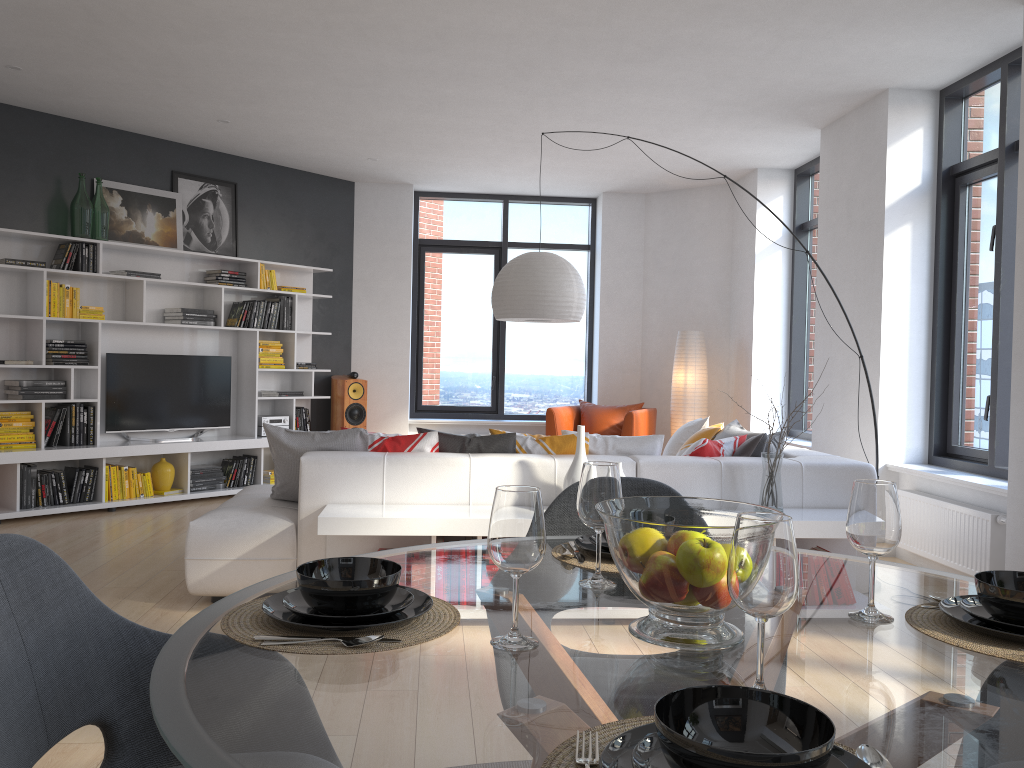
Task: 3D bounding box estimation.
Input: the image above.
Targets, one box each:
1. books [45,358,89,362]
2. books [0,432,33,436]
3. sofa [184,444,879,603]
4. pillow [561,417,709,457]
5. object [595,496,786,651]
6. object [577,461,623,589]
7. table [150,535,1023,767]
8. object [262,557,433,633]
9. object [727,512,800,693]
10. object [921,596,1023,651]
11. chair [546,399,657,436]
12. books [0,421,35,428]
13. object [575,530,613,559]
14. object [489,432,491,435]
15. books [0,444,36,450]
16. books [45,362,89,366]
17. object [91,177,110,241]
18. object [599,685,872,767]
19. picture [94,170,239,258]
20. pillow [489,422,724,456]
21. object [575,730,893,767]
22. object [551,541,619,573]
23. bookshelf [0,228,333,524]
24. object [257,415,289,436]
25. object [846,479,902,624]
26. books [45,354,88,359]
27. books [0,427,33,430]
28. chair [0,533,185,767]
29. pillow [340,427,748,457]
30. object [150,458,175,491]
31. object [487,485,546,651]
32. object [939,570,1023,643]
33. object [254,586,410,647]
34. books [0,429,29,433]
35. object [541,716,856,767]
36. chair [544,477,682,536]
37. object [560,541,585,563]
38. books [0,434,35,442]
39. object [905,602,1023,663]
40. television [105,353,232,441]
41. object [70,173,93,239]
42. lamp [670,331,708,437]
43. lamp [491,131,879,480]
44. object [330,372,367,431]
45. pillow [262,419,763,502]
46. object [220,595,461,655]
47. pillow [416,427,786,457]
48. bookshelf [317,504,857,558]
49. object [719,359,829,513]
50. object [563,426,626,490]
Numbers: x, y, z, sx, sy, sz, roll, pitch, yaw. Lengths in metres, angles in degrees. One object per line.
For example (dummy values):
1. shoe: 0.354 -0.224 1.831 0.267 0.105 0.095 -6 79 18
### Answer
1. books: -3.354 -0.178 6.657 0.189 0.025 0.270 2 1 39
2. books: -3.637 0.355 6.413 0.198 0.015 0.263 2 1 43
3. sofa: 0.049 0.695 5.582 3.424 0.732 2.614 1 1 -5
4. pillow: 0.870 0.441 5.623 0.580 0.456 2.156 2 1 21
5. object: 0.261 0.279 1.321 0.278 0.184 0.278 1 1 3
6. object: 0.158 0.253 1.608 0.083 0.220 0.083 1 1 -33
7. table: 0.256 0.753 1.342 1.499 0.764 1.499 1 1 -16
8. object: -0.250 0.320 1.363 0.258 0.074 0.258 1 1 -25
9. object: 0.298 0.267 1.057 0.083 0.220 0.083 0 2 -44
10. object: 0.793 0.374 1.376 0.206 0.015 0.309 1 1 0
11. chair: 0.882 0.594 8.499 0.896 0.858 0.843 2 1 27
12. books: -3.623 0.289 6.419 0.185 0.035 0.250 2 1 43
13. object: 0.263 0.322 1.880 0.258 0.074 0.258 1 1 -25
14. object: -0.236 0.463 6.264 0.330 0.265 0.330 2 1 19
15. books: -3.614 0.447 6.400 0.270 0.029 0.204 0 2 -45
16. books: -3.354 -0.153 6.655 0.189 0.026 0.263 2 1 38
17. object: -3.198 -1.344 6.862 0.157 0.507 0.157 1 1 -37
18. object: 0.210 0.341 0.812 0.258 0.074 0.258 2 1 15
19. picture: -2.856 -1.442 7.425 0.076 0.707 1.279 2 1 40
20. pillow: 0.694 0.460 5.357 0.630 0.440 2.095 2 1 42
21. object: 0.214 0.371 0.829 0.309 0.015 0.206 1 1 5
22. object: 0.263 0.360 1.869 0.360 0.002 0.360 2 1 37
23. bookshelf: -2.741 -0.062 7.303 0.455 2.052 3.000 2 1 40
24. object: -2.213 0.376 8.029 0.270 0.174 0.285 2 1 40
25. object: 0.581 0.266 1.428 0.083 0.220 0.083 0 2 -44
26. books: -3.372 -0.206 6.662 0.209 0.030 0.266 2 1 38
27. books: -3.632 0.316 6.412 0.180 0.019 0.251 2 1 40
28. chair: -0.499 0.680 1.325 0.619 0.891 0.655 1 1 -4
29. pillow: 0.216 0.471 4.769 2.250 0.449 0.575 1 1 -8
30. object: -2.826 0.728 7.173 0.185 0.257 0.185 2 1 18
31. object: 0.006 0.257 1.252 0.083 0.220 0.083 2 1 23
32. object: 0.804 0.344 1.373 0.258 0.074 0.258 2 1 15
33. object: -0.258 0.350 1.357 0.206 0.015 0.309 1 1 0
34. books: -3.627 0.337 6.392 0.152 0.024 0.228 2 2 44
35. object: 0.204 0.378 0.825 0.360 0.002 0.360 1 1 -30
36. chair: 0.262 0.686 1.960 0.655 0.891 0.619 1 1 1
37. object: 0.254 0.352 1.868 0.309 0.015 0.206 1 1 0
38. books: -3.625 0.385 6.406 0.198 0.044 0.255 2 1 40
39. object: 0.803 0.382 1.368 0.360 0.002 0.360 2 1 37
40. television: -2.834 0.109 7.371 0.207 0.704 1.102 2 1 40
41. object: -3.254 -1.342 6.707 0.157 0.507 0.157 1 1 -37
42. lamp: 1.803 0.275 8.292 0.502 1.550 0.804 0 2 -45
43. lamp: 1.304 -0.223 4.990 3.199 2.647 0.710 2 1 31
44. object: -1.624 0.421 8.669 0.290 1.088 0.434 1 1 -35
45. pillow: 0.092 0.432 5.091 2.953 0.453 0.647 1 1 -17
46. object: -0.259 0.358 1.364 0.360 0.002 0.360 1 1 -30
47. pillow: 0.541 0.451 4.805 2.120 0.436 0.608 1 1 -9
48. bookshelf: 0.433 0.848 4.128 2.600 0.500 0.356 1 1 -5
49. object: 1.270 0.244 4.168 0.406 0.744 0.607 2 1 35
50. object: 0.405 0.397 4.175 0.316 0.398 0.319 2 1 19
